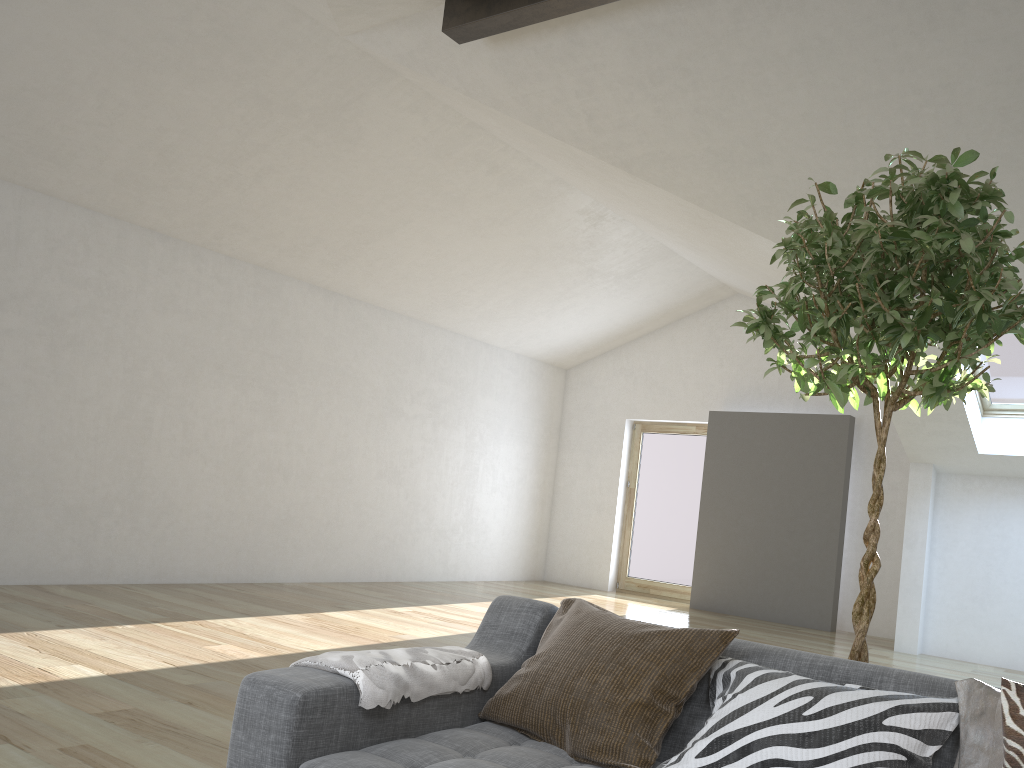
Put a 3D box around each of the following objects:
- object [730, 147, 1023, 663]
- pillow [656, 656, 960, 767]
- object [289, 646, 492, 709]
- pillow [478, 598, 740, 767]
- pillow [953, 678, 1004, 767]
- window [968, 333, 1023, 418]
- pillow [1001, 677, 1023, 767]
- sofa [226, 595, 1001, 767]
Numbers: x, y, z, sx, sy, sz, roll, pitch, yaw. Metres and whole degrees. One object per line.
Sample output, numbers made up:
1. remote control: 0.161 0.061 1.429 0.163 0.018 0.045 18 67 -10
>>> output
1. object: 0.952 0.365 2.396 0.798 2.009 0.819 5 -4 15
2. pillow: 0.592 0.746 1.816 0.559 0.282 0.361 1 -8 36
3. object: -0.315 0.838 2.140 0.357 0.416 0.485 2 -7 40
4. pillow: 0.207 0.717 2.154 0.311 0.336 0.577 11 -8 -43
5. pillow: 1.067 0.736 1.533 0.640 0.317 0.265 1 -7 37
6. window: 4.051 -0.130 6.776 1.468 0.725 1.917 1 -9 37
7. pillow: 1.020 0.682 1.356 0.556 0.339 0.283 1 -7 40
8. sofa: 0.681 0.897 1.565 2.455 0.680 1.033 1 -8 36
